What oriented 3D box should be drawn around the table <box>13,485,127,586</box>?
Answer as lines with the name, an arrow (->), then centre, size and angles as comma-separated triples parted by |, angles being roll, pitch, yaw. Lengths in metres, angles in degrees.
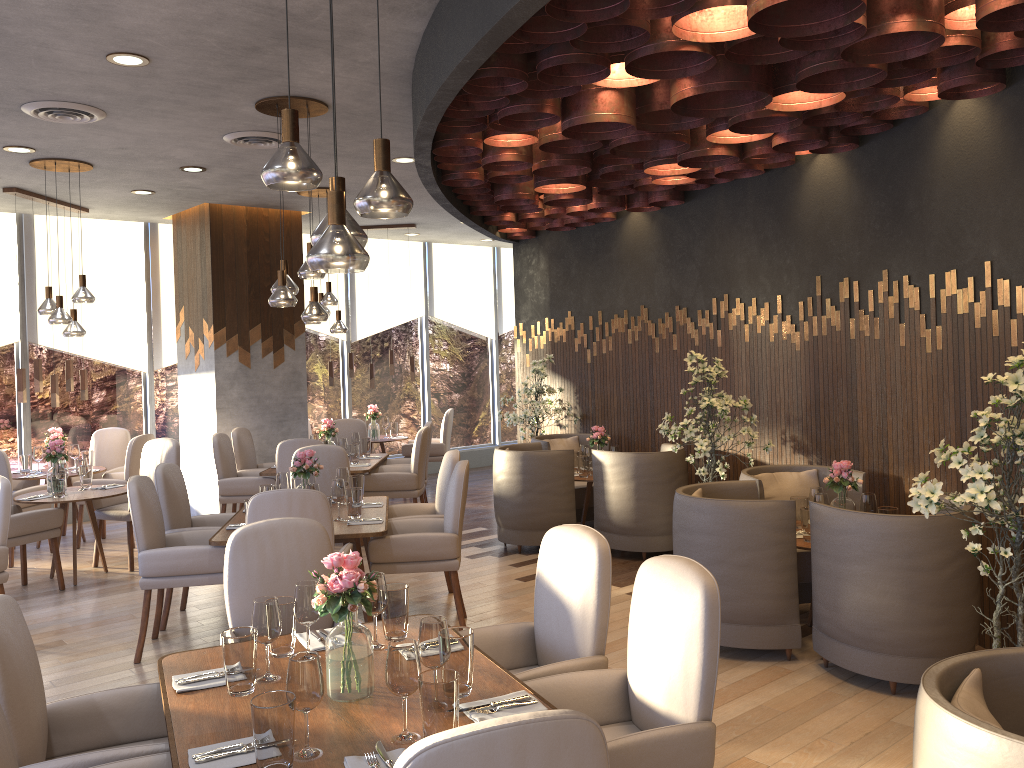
table -> -3.355, 1.169, 6.832 | 0.833, 0.662, 0.834 | -1, 1, 23

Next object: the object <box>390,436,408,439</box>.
object -> -1.372, 0.637, 10.560 | 0.255, 0.019, 0.157 | -2, 2, -2

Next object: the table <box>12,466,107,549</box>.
table -> -4.212, 1.148, 8.234 | 0.834, 0.662, 0.834 | -2, 1, -21

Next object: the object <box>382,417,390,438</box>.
object -> -1.517, 0.526, 10.647 | 0.092, 0.244, 0.092 | -2, 0, 40

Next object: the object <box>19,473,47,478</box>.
object -> -4.290, 0.820, 7.958 | 0.157, 0.019, 0.255 | -2, 2, 4

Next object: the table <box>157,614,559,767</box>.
table -> -0.461, 1.223, 2.542 | 0.965, 0.665, 1.307 | -2, 2, -24

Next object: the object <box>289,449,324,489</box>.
object -> -1.274, 0.611, 5.473 | 0.210, 0.416, 0.198 | -2, 0, 7

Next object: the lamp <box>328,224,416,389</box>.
lamp -> -1.693, -0.912, 10.567 | 1.161, 1.931, 0.118 | -2, 0, 4

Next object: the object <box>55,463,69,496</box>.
object -> -3.406, 0.722, 6.713 | 0.092, 0.244, 0.092 | -2, 0, 43

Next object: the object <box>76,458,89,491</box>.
object -> -3.380, 0.712, 6.970 | 0.092, 0.244, 0.092 | -2, 0, 5

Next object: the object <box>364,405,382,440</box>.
object -> -1.635, 0.450, 10.482 | 0.210, 0.416, 0.198 | -2, 1, 27

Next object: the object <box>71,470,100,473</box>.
object -> -3.955, 0.801, 8.179 | 0.255, 0.019, 0.157 | -2, 2, 6

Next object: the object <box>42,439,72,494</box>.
object -> -3.525, 0.635, 6.852 | 0.210, 0.416, 0.198 | -2, 0, 7

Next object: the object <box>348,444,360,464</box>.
object -> -1.442, 0.641, 8.102 | 0.102, 0.178, 0.102 | -1, 1, 39

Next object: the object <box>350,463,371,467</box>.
object -> -1.397, 0.725, 7.941 | 0.255, 0.019, 0.157 | -2, 2, 3

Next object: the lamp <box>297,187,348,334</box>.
lamp -> -1.761, -1.133, 8.283 | 0.439, 1.326, 0.439 | -2, 0, 34

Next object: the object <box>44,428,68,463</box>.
object -> -4.244, 0.610, 8.259 | 0.210, 0.416, 0.198 | -2, 1, -28

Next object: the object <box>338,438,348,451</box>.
object -> -1.534, 0.613, 8.041 | 0.092, 0.244, 0.092 | -1, 0, 45

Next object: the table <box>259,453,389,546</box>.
table -> -1.696, 1.065, 8.263 | 0.964, 0.665, 1.307 | -2, 2, 0

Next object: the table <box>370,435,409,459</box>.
table -> -1.646, 0.985, 10.608 | 0.833, 0.662, 0.834 | -1, 2, 40

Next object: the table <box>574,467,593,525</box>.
table -> 0.775, 1.058, 7.713 | 0.833, 0.561, 0.834 | -1, 2, 42

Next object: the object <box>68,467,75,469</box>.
object -> -4.173, 0.797, 8.507 | 0.157, 0.019, 0.255 | -1, 2, 10

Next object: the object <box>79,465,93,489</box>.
object -> -3.402, 0.742, 7.077 | 0.102, 0.178, 0.102 | -1, 1, 41

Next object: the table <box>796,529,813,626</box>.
table -> 1.842, 1.119, 4.942 | 0.834, 0.561, 0.834 | -2, 1, 2

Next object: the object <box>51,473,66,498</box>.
object -> -3.380, 0.757, 6.607 | 0.102, 0.178, 0.102 | -2, 1, 29

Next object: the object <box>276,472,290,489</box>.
object -> -1.466, 0.692, 5.682 | 0.092, 0.244, 0.092 | -2, 0, 12

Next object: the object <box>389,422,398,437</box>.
object -> -1.431, 0.553, 10.717 | 0.102, 0.178, 0.102 | -1, 1, 34

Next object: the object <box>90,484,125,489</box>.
object -> -3.234, 0.817, 7.056 | 0.157, 0.019, 0.255 | -1, 2, 25

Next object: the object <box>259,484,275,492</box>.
object -> -1.543, 0.730, 5.605 | 0.102, 0.178, 0.102 | -2, 1, 8

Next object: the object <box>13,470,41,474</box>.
object -> -4.504, 0.815, 8.281 | 0.255, 0.019, 0.157 | -2, 2, 2

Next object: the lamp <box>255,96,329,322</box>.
lamp -> -1.336, -1.049, 5.470 | 0.439, 1.326, 0.439 | -2, 0, -36

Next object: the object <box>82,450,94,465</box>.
object -> -3.992, 0.717, 8.342 | 0.102, 0.178, 0.102 | -2, 1, -38

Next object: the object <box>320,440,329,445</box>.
object -> -1.673, 0.622, 7.898 | 0.092, 0.244, 0.092 | -2, 0, -38

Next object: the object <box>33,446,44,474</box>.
object -> -4.373, 0.702, 8.184 | 0.092, 0.244, 0.092 | -2, 0, 27

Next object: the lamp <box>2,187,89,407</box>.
lamp -> -4.266, -0.750, 8.224 | 0.118, 1.931, 1.161 | -2, 1, 4

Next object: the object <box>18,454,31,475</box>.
object -> -4.461, 0.740, 8.121 | 0.102, 0.178, 0.102 | -2, 1, -2

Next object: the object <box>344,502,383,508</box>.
object -> -0.966, 0.786, 5.774 | 0.255, 0.019, 0.157 | -2, 2, -7

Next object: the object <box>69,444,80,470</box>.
object -> -4.086, 0.689, 8.285 | 0.092, 0.244, 0.092 | -2, 0, 8

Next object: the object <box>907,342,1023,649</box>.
object -> 1.954, 0.639, 3.452 | 0.746, 1.616, 0.789 | -2, 1, 26

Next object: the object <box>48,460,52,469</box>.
object -> -4.131, 0.733, 7.998 | 0.102, 0.178, 0.102 | -2, 1, 30

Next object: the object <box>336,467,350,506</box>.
object -> -1.117, 0.675, 5.850 | 0.092, 0.244, 0.092 | -2, 0, 35

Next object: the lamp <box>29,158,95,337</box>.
lamp -> -3.453, -1.029, 6.838 | 0.439, 1.326, 0.439 | -2, 0, -34

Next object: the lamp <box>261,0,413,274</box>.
lamp -> -0.515, -0.975, 2.551 | 0.439, 1.326, 0.439 | -2, 0, -2

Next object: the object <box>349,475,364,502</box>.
object -> -1.036, 0.703, 5.925 | 0.102, 0.178, 0.102 | -2, 1, -41

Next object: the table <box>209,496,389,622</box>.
table -> -1.241, 1.147, 5.474 | 0.965, 0.665, 1.307 | -2, 2, -8

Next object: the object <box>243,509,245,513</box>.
object -> -1.612, 0.807, 5.756 | 0.255, 0.019, 0.157 | -2, 2, -8

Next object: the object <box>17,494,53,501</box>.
object -> -3.543, 0.842, 6.624 | 0.157, 0.019, 0.255 | -1, 2, 23

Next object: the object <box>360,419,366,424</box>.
object -> -1.780, 0.537, 10.556 | 0.092, 0.244, 0.092 | -2, 0, -18
